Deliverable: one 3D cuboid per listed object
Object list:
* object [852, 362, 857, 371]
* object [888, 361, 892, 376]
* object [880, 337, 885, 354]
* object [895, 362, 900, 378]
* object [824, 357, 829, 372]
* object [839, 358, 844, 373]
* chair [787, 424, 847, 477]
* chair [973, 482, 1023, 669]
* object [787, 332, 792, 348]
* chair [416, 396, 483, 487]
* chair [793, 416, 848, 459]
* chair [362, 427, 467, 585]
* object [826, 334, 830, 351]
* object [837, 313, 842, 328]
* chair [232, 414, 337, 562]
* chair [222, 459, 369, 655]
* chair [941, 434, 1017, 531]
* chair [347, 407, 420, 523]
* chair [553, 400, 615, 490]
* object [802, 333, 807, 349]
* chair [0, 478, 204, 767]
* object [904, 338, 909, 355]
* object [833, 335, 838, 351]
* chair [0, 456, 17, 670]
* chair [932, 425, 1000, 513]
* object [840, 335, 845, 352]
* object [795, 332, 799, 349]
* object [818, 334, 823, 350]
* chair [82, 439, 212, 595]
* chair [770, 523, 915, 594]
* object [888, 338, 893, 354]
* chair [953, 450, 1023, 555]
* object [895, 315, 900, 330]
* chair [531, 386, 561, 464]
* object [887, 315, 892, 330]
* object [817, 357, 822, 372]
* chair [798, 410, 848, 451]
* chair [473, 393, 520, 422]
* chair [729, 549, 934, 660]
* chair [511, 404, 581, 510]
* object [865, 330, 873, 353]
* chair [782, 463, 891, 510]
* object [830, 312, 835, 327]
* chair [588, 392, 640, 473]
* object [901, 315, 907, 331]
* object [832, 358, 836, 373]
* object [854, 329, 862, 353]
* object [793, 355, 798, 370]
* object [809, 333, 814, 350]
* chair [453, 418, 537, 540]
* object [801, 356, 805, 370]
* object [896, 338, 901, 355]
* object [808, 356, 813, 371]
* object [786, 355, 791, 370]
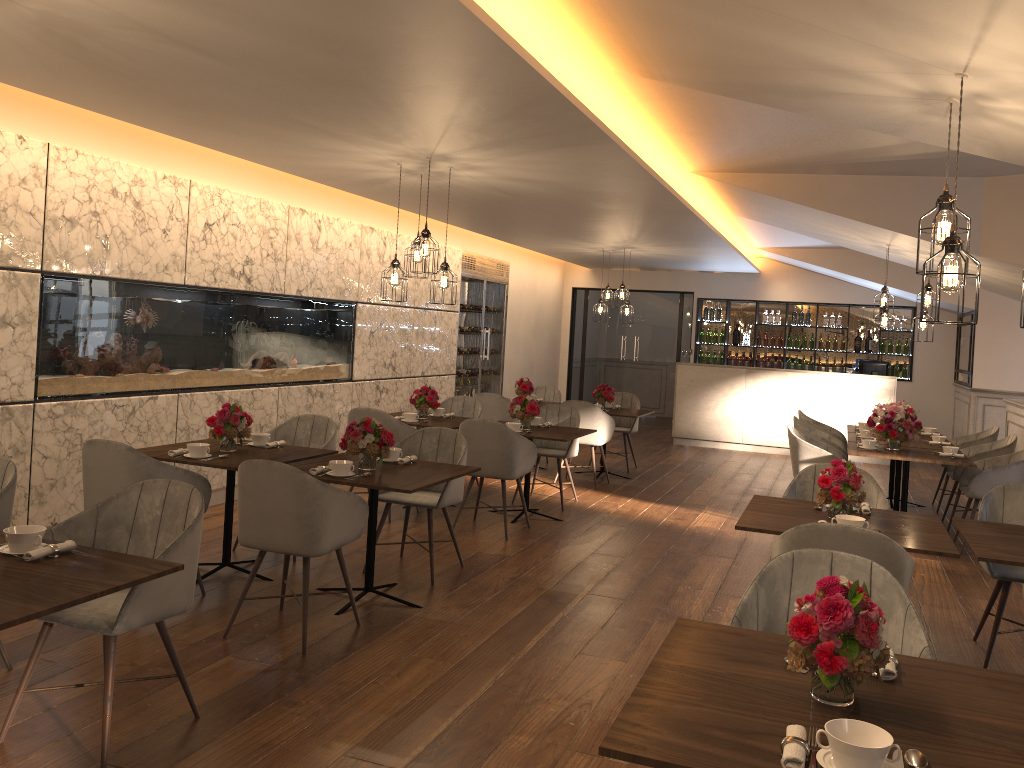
[{"bbox_3d":[5.348,-0.236,13.829,0.065,0.208,0.065,3,0,-24],"label":"object"},{"bbox_3d":[5.822,-0.227,13.652,0.065,0.261,0.066,3,0,-1],"label":"object"},{"bbox_3d":[5.739,-0.598,13.690,0.065,0.263,0.066,3,0,-1],"label":"object"},{"bbox_3d":[5.925,-0.219,13.613,0.065,0.261,0.066,3,0,-1],"label":"object"},{"bbox_3d":[4.969,-0.295,13.972,0.065,0.261,0.066,3,0,-1],"label":"object"},{"bbox_3d":[5.175,-0.279,13.895,0.065,0.261,0.066,3,0,-1],"label":"object"},{"bbox_3d":[2.545,0.791,7.375,0.527,0.872,0.565,4,1,20],"label":"chair"},{"bbox_3d":[2.642,0.972,4.483,0.565,0.872,0.526,4,1,20],"label":"chair"},{"bbox_3d":[4.452,-0.700,14.174,0.065,0.261,0.066,3,0,-1],"label":"object"},{"bbox_3d":[-0.562,0.560,8.285,0.565,0.872,0.526,4,1,20],"label":"chair"},{"bbox_3d":[2.875,0.757,8.255,0.527,0.872,0.565,4,1,20],"label":"chair"},{"bbox_3d":[-0.571,0.726,5.534,0.565,0.872,0.526,4,1,20],"label":"chair"},{"bbox_3d":[4.989,-0.657,13.972,0.065,0.261,0.066,3,0,-1],"label":"object"},{"bbox_3d":[5.135,-1.002,13.891,0.070,0.235,0.041,3,0,20],"label":"object"},{"bbox_3d":[-1.467,0.654,5.871,0.565,0.872,0.526,4,1,20],"label":"chair"},{"bbox_3d":[-1.051,0.773,4.296,0.565,0.872,0.526,4,1,20],"label":"chair"},{"bbox_3d":[4.122,0.855,7.804,0.527,0.872,0.565,4,1,20],"label":"chair"},{"bbox_3d":[-1.043,0.607,7.047,0.565,0.872,0.526,4,1,20],"label":"chair"},{"bbox_3d":[0.724,0.588,9.029,0.565,0.872,0.526,4,1,20],"label":"chair"},{"bbox_3d":[4.658,-0.684,14.096,0.065,0.263,0.066,3,0,-1],"label":"object"},{"bbox_3d":[-1.441,0.817,3.215,0.565,0.872,0.526,4,1,20],"label":"chair"},{"bbox_3d":[6.049,-0.573,13.573,0.065,0.261,0.066,3,0,-1],"label":"object"},{"bbox_3d":[5.093,-0.649,13.933,0.065,0.261,0.066,3,0,-1],"label":"object"},{"bbox_3d":[-2.337,0.745,3.552,0.565,0.872,0.526,4,1,20],"label":"chair"},{"bbox_3d":[4.452,0.820,8.684,0.527,0.872,0.565,4,1,20],"label":"chair"},{"bbox_3d":[5.196,-0.641,13.894,0.065,0.261,0.066,3,0,-1],"label":"object"},{"bbox_3d":[4.555,-0.693,14.135,0.065,0.263,0.066,3,0,-1],"label":"object"},{"bbox_3d":[4.886,-0.665,14.011,0.065,0.261,0.066,3,0,-1],"label":"object"},{"bbox_3d":[-1.948,0.702,4.633,0.565,0.872,0.526,4,1,20],"label":"chair"},{"bbox_3d":[1.309,0.952,3.565,0.565,0.872,0.526,4,1,20],"label":"chair"},{"bbox_3d":[5.842,-0.589,13.651,0.065,0.261,0.066,3,0,-1],"label":"object"},{"bbox_3d":[3.792,0.889,6.925,0.527,0.872,0.565,4,1,20],"label":"chair"},{"bbox_3d":[5.913,-0.940,13.598,0.070,0.235,0.041,3,0,20],"label":"object"},{"bbox_3d":[0.308,0.468,10.605,0.565,0.872,0.526,4,1,20],"label":"chair"},{"bbox_3d":[5.819,-0.947,13.633,0.070,0.235,0.041,3,0,20],"label":"object"},{"bbox_3d":[4.865,-0.303,14.011,0.065,0.261,0.066,3,0,-1],"label":"object"},{"bbox_3d":[3.204,0.722,9.134,0.527,0.872,0.565,4,1,20],"label":"chair"},{"bbox_3d":[-0.173,0.516,9.367,0.565,0.872,0.526,4,1,20],"label":"chair"},{"bbox_3d":[0.930,0.986,2.644,0.565,0.872,0.526,4,1,20],"label":"chair"},{"bbox_3d":[0.334,0.631,7.948,0.565,0.872,0.526,4,1,20],"label":"chair"},{"bbox_3d":[5.539,-0.662,13.739,0.103,0.359,0.104,3,1,-42],"label":"object"},{"bbox_3d":[1.746,0.901,4.820,0.565,0.872,0.526,4,1,20],"label":"chair"},{"bbox_3d":[5.041,-1.009,13.926,0.070,0.235,0.041,3,0,20],"label":"object"},{"bbox_3d":[1.204,0.540,10.267,0.565,0.872,0.526,4,1,20],"label":"chair"},{"bbox_3d":[6.007,-0.932,13.563,0.070,0.235,0.041,3,0,20],"label":"object"},{"bbox_3d":[5.072,-0.287,13.934,0.065,0.261,0.066,3,0,-1],"label":"object"},{"bbox_3d":[5.394,-0.672,13.797,0.104,0.359,0.104,3,0,-18],"label":"object"},{"bbox_3d":[4.534,-0.330,14.136,0.065,0.261,0.066,3,0,-1],"label":"object"},{"bbox_3d":[4.761,-0.676,14.057,0.065,0.263,0.066,3,0,-1],"label":"object"},{"bbox_3d":[-0.146,0.679,6.710,0.565,0.872,0.526,4,1,20],"label":"chair"},{"bbox_3d":[4.638,-0.321,14.097,0.065,0.261,0.066,3,0,-1],"label":"object"},{"bbox_3d":[5.945,-0.581,13.612,0.065,0.261,0.066,3,0,-1],"label":"object"},{"bbox_3d":[4.741,-0.313,14.058,0.065,0.261,0.066,3,0,-1],"label":"object"},{"bbox_3d":[4.431,-0.338,14.175,0.065,0.261,0.066,3,0,-1],"label":"object"}]
